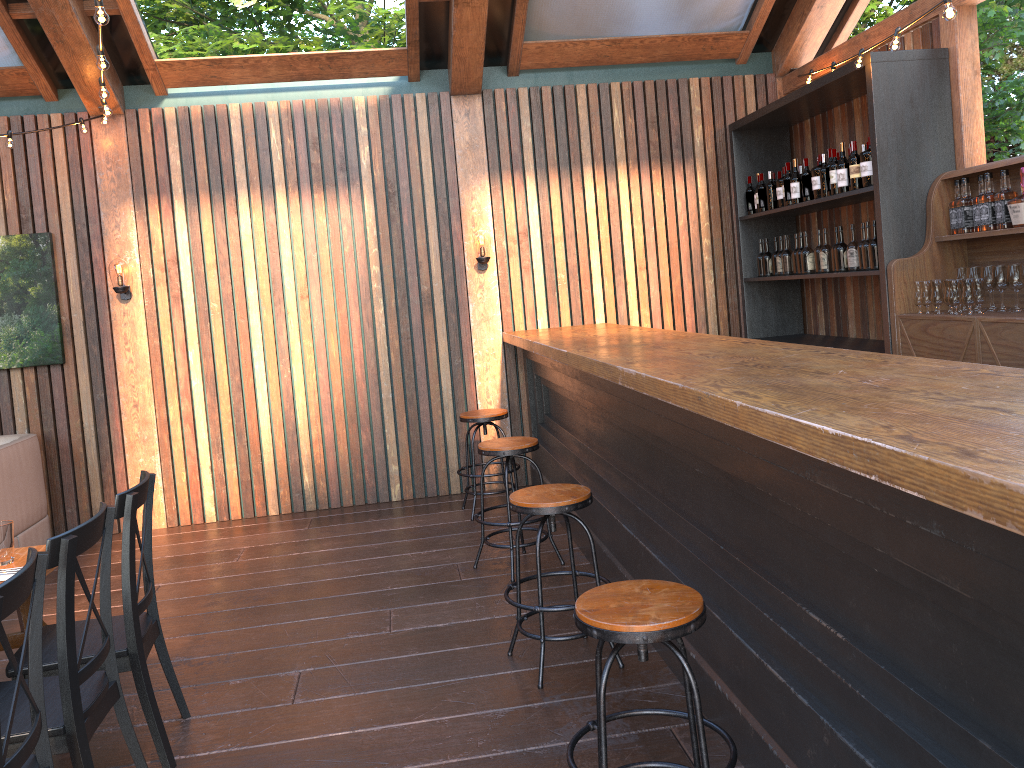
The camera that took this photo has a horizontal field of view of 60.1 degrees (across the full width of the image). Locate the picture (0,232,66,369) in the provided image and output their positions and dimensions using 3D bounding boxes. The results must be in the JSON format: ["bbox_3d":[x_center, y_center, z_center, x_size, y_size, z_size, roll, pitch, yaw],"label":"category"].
[{"bbox_3d":[-4.250,-0.567,6.584,1.651,0.995,0.065,-6,2,-8],"label":"picture"}]

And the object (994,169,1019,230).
[{"bbox_3d":[2.658,-0.992,4.756,0.094,0.317,0.094,-5,3,3],"label":"object"}]

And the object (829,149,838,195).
[{"bbox_3d":[2.144,-1.402,5.858,0.077,0.306,0.077,-5,3,9],"label":"object"}]

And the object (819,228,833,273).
[{"bbox_3d":[2.189,-0.928,6.158,0.094,0.307,0.094,-5,3,-10],"label":"object"}]

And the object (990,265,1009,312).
[{"bbox_3d":[2.588,-0.505,4.684,0.092,0.244,0.092,-7,3,-33],"label":"object"}]

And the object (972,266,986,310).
[{"bbox_3d":[2.649,-0.548,5.036,0.092,0.244,0.092,-7,3,-33],"label":"object"}]

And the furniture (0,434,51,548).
[{"bbox_3d":[-5.384,1.058,5.593,4.160,0.856,1.716,-6,5,-8],"label":"furniture"}]

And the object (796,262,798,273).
[{"bbox_3d":[2.159,-0.971,6.584,0.094,0.307,0.095,-4,3,19],"label":"object"}]

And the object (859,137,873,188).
[{"bbox_3d":[2.231,-1.373,5.488,0.136,0.315,0.137,-5,3,-1],"label":"object"}]

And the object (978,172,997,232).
[{"bbox_3d":[2.627,-1.000,4.858,0.094,0.317,0.094,-6,3,-12],"label":"object"}]

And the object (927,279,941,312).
[{"bbox_3d":[2.452,-0.511,5.129,0.070,0.185,0.070,-5,3,-3],"label":"object"}]

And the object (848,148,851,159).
[{"bbox_3d":[2.281,-1.427,5.949,0.136,0.315,0.137,-2,4,44],"label":"object"}]

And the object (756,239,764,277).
[{"bbox_3d":[2.043,-1.031,7.235,0.094,0.307,0.095,-5,3,-3],"label":"object"}]

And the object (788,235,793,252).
[{"bbox_3d":[2.152,-1.002,6.874,0.094,0.307,0.094,-7,4,-43],"label":"object"}]

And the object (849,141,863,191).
[{"bbox_3d":[2.176,-1.380,5.597,0.078,0.311,0.078,-5,3,-12],"label":"object"}]

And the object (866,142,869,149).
[{"bbox_3d":[2.285,-1.391,5.643,0.077,0.306,0.077,-5,3,9],"label":"object"}]

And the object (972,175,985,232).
[{"bbox_3d":[2.647,-1.013,4.962,0.094,0.317,0.094,-6,3,-12],"label":"object"}]

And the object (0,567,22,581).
[{"bbox_3d":[-1.890,0.698,3.254,0.255,0.019,0.158,-6,6,-7],"label":"object"}]

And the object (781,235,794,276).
[{"bbox_3d":[2.106,-0.987,6.774,0.094,0.307,0.095,-4,3,14],"label":"object"}]

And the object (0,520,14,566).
[{"bbox_3d":[-1.973,0.617,3.423,0.091,0.158,0.092,-4,3,19],"label":"object"}]

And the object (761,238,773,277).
[{"bbox_3d":[2.064,-1.024,7.146,0.095,0.307,0.094,-7,4,-42],"label":"object"}]

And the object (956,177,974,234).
[{"bbox_3d":[2.603,-1.020,5.059,0.094,0.317,0.094,-5,3,8],"label":"object"}]

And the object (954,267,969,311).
[{"bbox_3d":[2.553,-0.537,5.007,0.092,0.244,0.092,-4,3,12],"label":"object"}]

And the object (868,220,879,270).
[{"bbox_3d":[2.267,-0.865,5.505,0.094,0.307,0.095,-5,3,-6],"label":"object"}]

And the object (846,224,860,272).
[{"bbox_3d":[2.249,-0.897,5.824,0.094,0.307,0.094,-7,4,-43],"label":"object"}]

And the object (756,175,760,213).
[{"bbox_3d":[1.999,-1.525,7.111,0.077,0.306,0.077,-5,3,9],"label":"object"}]

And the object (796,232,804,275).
[{"bbox_3d":[2.132,-0.959,6.493,0.094,0.307,0.095,-5,3,-6],"label":"object"}]

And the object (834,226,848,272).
[{"bbox_3d":[2.209,-0.905,5.928,0.095,0.307,0.094,-7,4,-42],"label":"object"}]

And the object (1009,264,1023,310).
[{"bbox_3d":[2.694,-0.519,4.736,0.092,0.244,0.092,-7,3,-33],"label":"object"}]

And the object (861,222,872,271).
[{"bbox_3d":[2.266,-0.876,5.610,0.094,0.307,0.094,-5,3,-11],"label":"object"}]

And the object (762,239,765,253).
[{"bbox_3d":[2.091,-1.047,7.339,0.095,0.307,0.094,-6,3,-21],"label":"object"}]

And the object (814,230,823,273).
[{"bbox_3d":[2.190,-0.941,6.280,0.094,0.307,0.094,-5,3,-8],"label":"object"}]

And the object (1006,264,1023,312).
[{"bbox_3d":[2.611,-0.496,4.580,0.092,0.244,0.092,-7,3,-33],"label":"object"}]

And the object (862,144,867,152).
[{"bbox_3d":[2.291,-1.399,5.730,0.075,0.302,0.075,-6,3,-24],"label":"object"}]

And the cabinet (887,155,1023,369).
[{"bbox_3d":[2.665,-0.105,4.189,0.494,2.086,2.282,-5,4,-7],"label":"cabinet"}]

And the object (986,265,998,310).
[{"bbox_3d":[2.679,-0.540,4.937,0.092,0.244,0.092,-4,3,12],"label":"object"}]

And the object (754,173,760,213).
[{"bbox_3d":[2.015,-1.549,7.200,0.088,0.333,0.087,-6,3,-27],"label":"object"}]

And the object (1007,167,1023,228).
[{"bbox_3d":[2.678,-0.973,4.607,0.138,0.310,0.138,-5,3,-3],"label":"object"}]

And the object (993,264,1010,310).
[{"bbox_3d":[2.674,-0.528,4.831,0.092,0.244,0.092,-4,3,12],"label":"object"}]

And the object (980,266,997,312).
[{"bbox_3d":[2.584,-0.515,4.787,0.092,0.244,0.092,-7,3,-33],"label":"object"}]

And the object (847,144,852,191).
[{"bbox_3d":[2.196,-1.390,5.684,0.078,0.308,0.077,-6,3,-29],"label":"object"}]

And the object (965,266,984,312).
[{"bbox_3d":[2.562,-0.525,4.894,0.092,0.244,0.092,-4,3,12],"label":"object"}]

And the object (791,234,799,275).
[{"bbox_3d":[2.160,-0.982,6.682,0.094,0.307,0.094,-5,3,-11],"label":"object"}]

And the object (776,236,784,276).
[{"bbox_3d":[2.125,-1.009,6.959,0.094,0.307,0.094,-5,3,-10],"label":"object"}]

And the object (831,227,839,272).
[{"bbox_3d":[2.229,-0.920,6.047,0.094,0.307,0.094,-4,3,20],"label":"object"}]

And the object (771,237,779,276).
[{"bbox_3d":[2.114,-1.018,7.054,0.094,0.307,0.094,-4,3,20],"label":"object"}]

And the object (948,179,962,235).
[{"bbox_3d":[2.616,-1.032,5.166,0.094,0.317,0.094,-5,3,-7],"label":"object"}]

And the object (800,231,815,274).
[{"bbox_3d":[2.129,-0.947,6.385,0.095,0.307,0.094,-6,3,-26],"label":"object"}]

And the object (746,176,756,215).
[{"bbox_3d":[2.011,-1.556,7.312,0.171,0.323,0.081,-6,3,-22],"label":"object"}]

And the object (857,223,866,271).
[{"bbox_3d":[2.280,-0.889,5.717,0.094,0.307,0.095,-4,3,14],"label":"object"}]

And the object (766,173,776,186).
[{"bbox_3d":[2.110,-1.536,7.102,0.136,0.315,0.137,-2,4,44],"label":"object"}]

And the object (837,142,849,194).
[{"bbox_3d":[2.165,-1.409,5.775,0.088,0.333,0.087,-6,3,-27],"label":"object"}]

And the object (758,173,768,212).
[{"bbox_3d":[1.991,-1.516,7.020,0.078,0.308,0.077,-6,3,-29],"label":"object"}]
